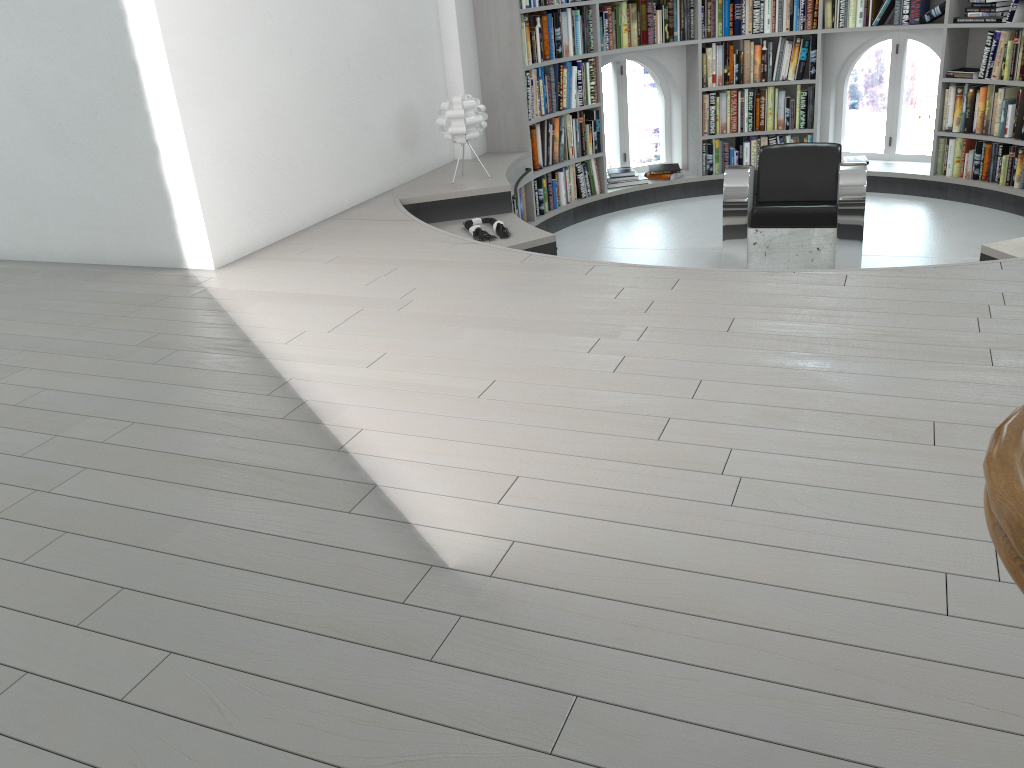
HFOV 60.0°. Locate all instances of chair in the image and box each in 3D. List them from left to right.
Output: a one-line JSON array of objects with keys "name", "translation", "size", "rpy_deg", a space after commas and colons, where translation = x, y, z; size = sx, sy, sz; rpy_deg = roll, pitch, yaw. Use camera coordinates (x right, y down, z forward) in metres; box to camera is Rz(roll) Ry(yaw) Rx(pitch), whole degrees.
[{"name": "chair", "translation": [1.806, -1.131, 5.680], "size": [0.823, 0.712, 0.749], "rpy_deg": [3, 25, 18]}, {"name": "chair", "translation": [0.712, 0.424, 0.760], "size": [0.622, 0.727, 0.532], "rpy_deg": [7, 26, 26]}]

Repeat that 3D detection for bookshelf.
[{"name": "bookshelf", "translation": [2.170, -2.353, 6.476], "size": [4.337, 1.860, 2.129], "rpy_deg": [5, 26, 23]}]

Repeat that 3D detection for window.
[{"name": "window", "translation": [2.066, -2.369, 7.553], "size": [3.230, 1.139, 0.624], "rpy_deg": [-1, 24, 10]}]

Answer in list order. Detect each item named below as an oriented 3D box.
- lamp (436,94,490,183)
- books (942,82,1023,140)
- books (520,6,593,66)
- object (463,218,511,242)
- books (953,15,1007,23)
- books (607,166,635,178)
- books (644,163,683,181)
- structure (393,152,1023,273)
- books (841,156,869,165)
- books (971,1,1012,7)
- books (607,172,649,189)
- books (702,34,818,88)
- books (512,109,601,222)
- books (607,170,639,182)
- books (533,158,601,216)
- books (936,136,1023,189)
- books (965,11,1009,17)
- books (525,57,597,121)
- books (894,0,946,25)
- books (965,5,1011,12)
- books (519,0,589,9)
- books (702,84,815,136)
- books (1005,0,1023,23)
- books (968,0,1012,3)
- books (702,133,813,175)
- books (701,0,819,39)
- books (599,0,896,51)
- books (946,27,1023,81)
[{"name": "lamp", "translation": [-0.305, -1.566, 5.641], "size": [0.305, 0.519, 0.309], "rpy_deg": [0, 24, 13]}, {"name": "books", "translation": [3.531, -1.987, 6.398], "size": [0.273, 0.347, 0.879], "rpy_deg": [-15, 26, -21]}, {"name": "books", "translation": [0.231, -2.607, 6.640], "size": [0.304, 0.344, 1.096], "rpy_deg": [13, 30, 37]}, {"name": "object", "translation": [-0.150, -0.898, 5.137], "size": [0.218, 0.081, 0.477], "rpy_deg": [-10, 25, -11]}, {"name": "books", "translation": [3.448, -2.618, 6.337], "size": [0.366, 0.041, 0.391], "rpy_deg": [-16, 26, -23]}, {"name": "books", "translation": [0.937, -1.824, 7.630], "size": [0.213, 0.036, 0.229], "rpy_deg": [-5, 24, 2]}, {"name": "books", "translation": [1.315, -1.831, 7.659], "size": [0.318, 0.098, 0.294], "rpy_deg": [6, 27, 24]}, {"name": "structure", "translation": [1.702, -1.088, 5.621], "size": [4.719, 0.686, 4.750], "rpy_deg": [-14, 25, -18]}, {"name": "books", "translation": [2.830, -1.869, 7.424], "size": [0.268, 0.029, 0.256], "rpy_deg": [1, 25, 14]}, {"name": "books", "translation": [3.440, -2.705, 6.301], "size": [0.214, 0.036, 0.229], "rpy_deg": [-12, 25, -14]}, {"name": "books", "translation": [0.942, -1.765, 7.656], "size": [0.366, 0.041, 0.392], "rpy_deg": [-9, 24, -8]}, {"name": "books", "translation": [2.031, -2.674, 7.319], "size": [0.997, 0.348, 0.300], "rpy_deg": [-2, 24, 8]}, {"name": "books", "translation": [0.173, -1.645, 6.767], "size": [0.391, 0.688, 1.654], "rpy_deg": [10, 28, 32]}, {"name": "books", "translation": [0.940, -1.796, 7.642], "size": [0.269, 0.031, 0.289], "rpy_deg": [-5, 24, 2]}, {"name": "books", "translation": [0.359, -1.600, 7.093], "size": [0.284, 0.316, 0.924], "rpy_deg": [15, 31, 39]}, {"name": "books", "translation": [3.625, -1.545, 6.279], "size": [0.360, 0.308, 1.511], "rpy_deg": [-11, 25, -12]}, {"name": "books", "translation": [3.445, -2.648, 6.324], "size": [0.270, 0.031, 0.288], "rpy_deg": [-19, 27, -27]}, {"name": "books", "translation": [0.281, -2.247, 6.742], "size": [0.261, 0.355, 1.027], "rpy_deg": [14, 31, 38]}, {"name": "books", "translation": [3.098, -2.870, 6.613], "size": [0.400, 0.337, 0.226], "rpy_deg": [17, 32, 41]}, {"name": "books", "translation": [3.443, -2.676, 6.313], "size": [0.269, 0.031, 0.288], "rpy_deg": [-12, 25, -14]}, {"name": "books", "translation": [0.196, -2.949, 6.470], "size": [0.301, 0.357, 1.040], "rpy_deg": [14, 30, 37]}, {"name": "books", "translation": [2.078, -2.324, 7.467], "size": [1.031, 0.354, 0.296], "rpy_deg": [-1, 24, 9]}, {"name": "books", "translation": [3.594, -2.586, 5.868], "size": [0.256, 0.347, 0.558], "rpy_deg": [-13, 25, -17]}, {"name": "books", "translation": [3.437, -2.734, 6.288], "size": [0.269, 0.031, 0.289], "rpy_deg": [-3, 24, 5]}, {"name": "books", "translation": [2.093, -1.992, 7.607], "size": [1.019, 0.303, 0.291], "rpy_deg": [-1, 24, 9]}, {"name": "books", "translation": [2.003, -3.036, 7.210], "size": [1.028, 0.355, 0.304], "rpy_deg": [-1, 24, 10]}, {"name": "books", "translation": [1.779, -2.947, 7.076], "size": [2.528, 0.367, 0.597], "rpy_deg": [-3, 24, 5]}, {"name": "books", "translation": [3.523, -2.302, 6.174], "size": [0.252, 0.348, 0.982], "rpy_deg": [-15, 26, -20]}]
